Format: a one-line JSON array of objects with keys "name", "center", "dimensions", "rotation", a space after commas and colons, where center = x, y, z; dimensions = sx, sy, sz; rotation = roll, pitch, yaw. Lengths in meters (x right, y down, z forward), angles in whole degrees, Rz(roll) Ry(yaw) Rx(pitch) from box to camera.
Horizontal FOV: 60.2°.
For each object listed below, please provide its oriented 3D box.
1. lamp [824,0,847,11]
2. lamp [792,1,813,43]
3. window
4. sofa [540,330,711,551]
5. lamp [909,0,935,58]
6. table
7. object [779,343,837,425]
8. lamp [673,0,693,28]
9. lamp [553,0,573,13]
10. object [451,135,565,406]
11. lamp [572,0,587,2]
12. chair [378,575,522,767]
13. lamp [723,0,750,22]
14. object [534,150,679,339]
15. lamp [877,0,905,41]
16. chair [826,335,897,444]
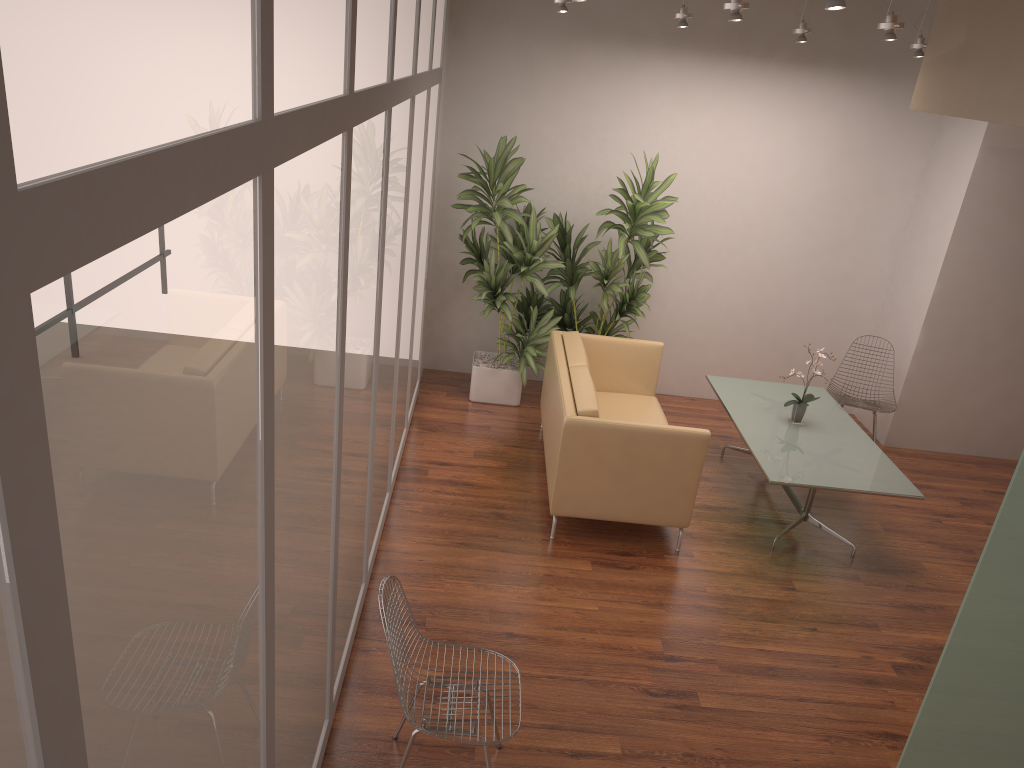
[{"name": "lamp", "center": [1.187, -1.580, 3.098], "dimensions": [0.132, 0.501, 0.194], "rotation": [-9, 29, -32]}, {"name": "lamp", "center": [1.989, -2.552, 5.916], "dimensions": [0.132, 0.501, 0.194], "rotation": [-9, 29, -32]}, {"name": "window", "center": [-0.568, -0.090, 2.992], "dimensions": [0.062, 3.398, 8.263], "rotation": [6, 21, -2]}, {"name": "sofa", "center": [0.687, 0.291, 6.051], "dimensions": [0.878, 0.868, 1.739], "rotation": [6, 21, -3]}, {"name": "lamp", "center": [2.804, -2.465, 5.953], "dimensions": [0.132, 0.501, 0.194], "rotation": [-9, 29, -32]}, {"name": "table", "center": [1.943, 0.560, 6.159], "dimensions": [0.939, 0.580, 1.806], "rotation": [6, 21, -3]}, {"name": "object", "center": [2.036, -0.007, 5.989], "dimensions": [0.370, 0.611, 0.287], "rotation": [4, 24, -8]}, {"name": "lamp", "center": [1.174, -2.639, 5.878], "dimensions": [0.132, 0.501, 0.194], "rotation": [-9, 29, -32]}, {"name": "lamp", "center": [0.360, -2.726, 5.841], "dimensions": [0.132, 0.501, 0.194], "rotation": [-9, 29, -32]}, {"name": "object", "center": [0.022, -0.886, 7.083], "dimensions": [0.963, 2.183, 1.045], "rotation": [13, 24, 14]}, {"name": "lamp", "center": [0.366, -2.200, 4.459], "dimensions": [0.132, 0.501, 0.194], "rotation": [-9, 29, -32]}, {"name": "chair", "center": [-0.243, 1.171, 3.341], "dimensions": [0.561, 0.934, 0.524], "rotation": [6, 24, -3]}, {"name": "lamp", "center": [1.181, -2.113, 4.497], "dimensions": [0.132, 0.501, 0.194], "rotation": [-9, 29, -32]}, {"name": "object", "center": [0.694, -0.819, 7.127], "dimensions": [1.078, 2.183, 0.933], "rotation": [11, 24, 9]}, {"name": "lamp", "center": [1.995, -2.026, 4.534], "dimensions": [0.132, 0.501, 0.194], "rotation": [-9, 29, -32]}, {"name": "chair", "center": [2.815, 0.111, 7.129], "dimensions": [0.541, 0.934, 0.543], "rotation": [14, 24, 16]}]
